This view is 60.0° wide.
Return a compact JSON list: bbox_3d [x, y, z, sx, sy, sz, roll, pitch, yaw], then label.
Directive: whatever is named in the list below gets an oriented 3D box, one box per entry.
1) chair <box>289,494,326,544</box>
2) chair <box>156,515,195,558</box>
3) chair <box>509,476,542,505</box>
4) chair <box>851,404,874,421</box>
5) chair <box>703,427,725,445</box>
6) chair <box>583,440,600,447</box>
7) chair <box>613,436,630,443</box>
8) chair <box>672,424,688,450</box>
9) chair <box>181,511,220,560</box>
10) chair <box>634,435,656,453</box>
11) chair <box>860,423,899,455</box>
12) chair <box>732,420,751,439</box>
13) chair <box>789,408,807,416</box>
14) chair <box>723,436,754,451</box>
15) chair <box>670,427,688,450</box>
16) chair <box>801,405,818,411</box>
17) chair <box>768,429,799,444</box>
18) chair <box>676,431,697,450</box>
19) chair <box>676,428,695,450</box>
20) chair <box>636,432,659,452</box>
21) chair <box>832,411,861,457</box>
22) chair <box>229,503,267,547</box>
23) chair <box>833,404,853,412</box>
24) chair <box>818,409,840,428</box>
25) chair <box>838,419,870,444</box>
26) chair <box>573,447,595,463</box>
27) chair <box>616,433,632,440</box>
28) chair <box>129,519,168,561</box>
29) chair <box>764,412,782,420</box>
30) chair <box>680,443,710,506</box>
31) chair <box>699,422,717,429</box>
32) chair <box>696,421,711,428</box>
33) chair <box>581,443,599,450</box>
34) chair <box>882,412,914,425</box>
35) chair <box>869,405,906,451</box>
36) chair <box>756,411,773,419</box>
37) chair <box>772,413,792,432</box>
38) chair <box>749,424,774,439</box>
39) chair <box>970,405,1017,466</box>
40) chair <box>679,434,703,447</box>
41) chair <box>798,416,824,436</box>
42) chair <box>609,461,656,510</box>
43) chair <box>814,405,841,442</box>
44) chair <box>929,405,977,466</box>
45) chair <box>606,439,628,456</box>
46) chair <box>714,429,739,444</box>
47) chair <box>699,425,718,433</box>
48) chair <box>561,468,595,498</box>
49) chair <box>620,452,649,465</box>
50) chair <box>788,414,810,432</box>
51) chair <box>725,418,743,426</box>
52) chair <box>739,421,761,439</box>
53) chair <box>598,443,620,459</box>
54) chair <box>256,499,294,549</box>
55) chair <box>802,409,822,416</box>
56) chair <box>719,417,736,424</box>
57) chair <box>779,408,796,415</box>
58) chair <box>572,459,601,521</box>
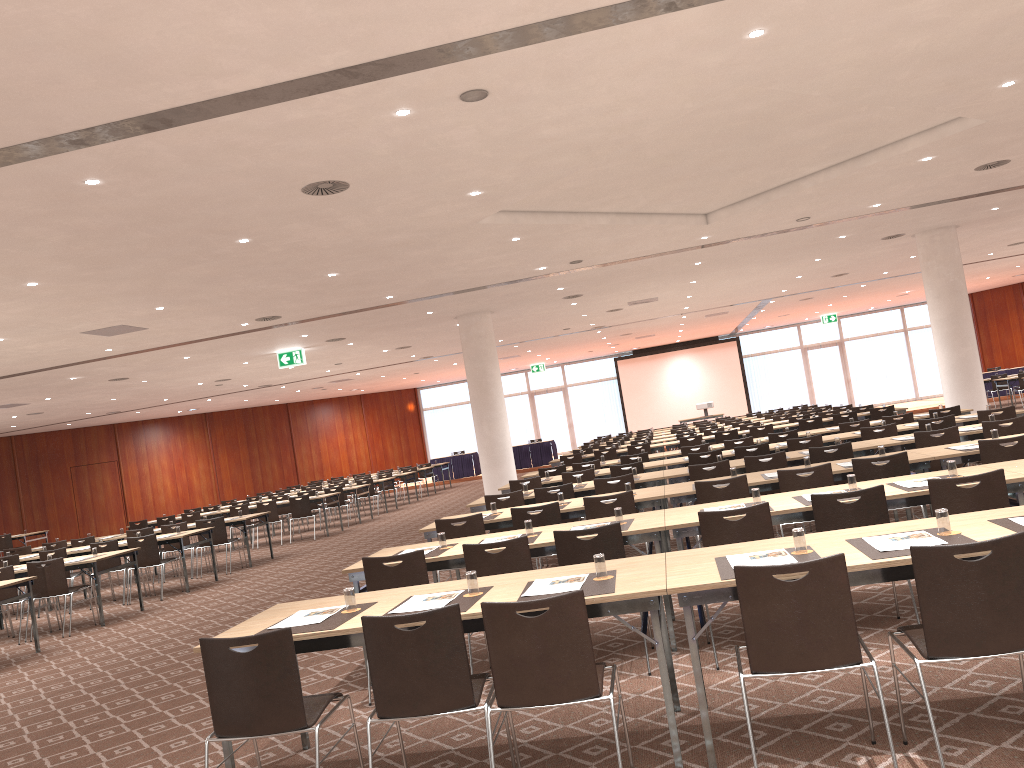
[{"bbox_3d":[-4.265,2.753,18.275,0.536,0.939,0.614,-9,-2,8],"label":"chair"},{"bbox_3d":[-7.170,3.240,18.762,0.536,0.939,0.614,-10,-2,11],"label":"chair"},{"bbox_3d":[0.269,1.723,11.981,0.536,0.939,0.614,-9,-2,10],"label":"chair"},{"bbox_3d":[7.286,0.912,18.330,0.536,0.939,0.614,-10,-2,11],"label":"chair"},{"bbox_3d":[4.352,1.406,18.857,0.536,0.939,0.614,-9,-2,8],"label":"chair"},{"bbox_3d":[2.172,1.967,23.243,0.536,0.939,0.614,-9,-2,10],"label":"chair"},{"bbox_3d":[2.934,1.843,23.194,0.536,0.939,0.614,-9,-2,9],"label":"chair"},{"bbox_3d":[4.799,1.628,24.909,0.536,0.939,0.614,-10,-2,12],"label":"chair"},{"bbox_3d":[-6.584,3.138,18.581,0.536,0.939,0.614,-10,-2,11],"label":"chair"},{"bbox_3d":[3.190,1.697,21.045,0.536,0.939,0.614,-9,-2,7],"label":"chair"},{"bbox_3d":[4.684,0.983,11.240,0.536,0.939,0.614,-10,-2,11],"label":"chair"},{"bbox_3d":[5.401,1.327,20.674,0.536,0.939,0.614,-9,-2,8],"label":"chair"},{"bbox_3d":[7.279,1.112,22.422,0.536,0.939,0.614,-9,-2,7],"label":"chair"},{"bbox_3d":[3.486,1.280,13.426,0.536,0.939,0.614,-9,-2,9],"label":"chair"},{"bbox_3d":[4.378,1.597,22.874,0.536,0.939,0.614,-10,-2,11],"label":"chair"},{"bbox_3d":[8.196,1.056,24.296,0.536,0.939,0.614,-9,-2,9],"label":"chair"},{"bbox_3d":[4.123,1.176,13.362,0.536,0.939,0.614,-9,-2,6],"label":"chair"},{"bbox_3d":[3.786,1.499,18.917,0.536,0.939,0.614,-9,-2,9],"label":"chair"},{"bbox_3d":[4.167,1.535,20.916,0.536,0.939,0.614,-10,-2,11],"label":"chair"},{"bbox_3d":[3.532,1.740,23.051,0.536,0.939,0.614,-10,-2,12],"label":"chair"},{"bbox_3d":[6.219,0.993,16.481,0.536,0.939,0.614,-9,-2,8],"label":"chair"},{"bbox_3d":[-5.571,2.975,18.554,0.536,0.939,0.614,-10,-2,12],"label":"chair"},{"bbox_3d":[7.623,0.956,20.337,0.536,0.939,0.614,-9,-2,9],"label":"chair"},{"bbox_3d":[6.641,1.022,18.474,0.536,0.939,0.614,-9,-2,9],"label":"chair"},{"bbox_3d":[5.100,1.008,13.120,0.536,0.939,0.614,-9,-2,9],"label":"chair"},{"bbox_3d":[1.625,1.863,19.315,0.536,0.939,0.614,-9,-2,10],"label":"chair"},{"bbox_3d":[3.239,1.886,25.092,0.536,0.939,0.614,-9,-2,8],"label":"chair"},{"bbox_3d":[-7.753,3.334,18.777,0.536,0.939,0.614,-10,-2,12],"label":"chair"},{"bbox_3d":[6.677,1.211,22.488,0.536,0.939,0.614,-9,-2,9],"label":"chair"},{"bbox_3d":[2.861,1.383,13.496,0.536,0.939,0.614,-10,-2,12],"label":"chair"},{"bbox_3d":[5.099,1.477,22.788,0.536,0.939,0.614,-9,-2,8],"label":"chair"},{"bbox_3d":[5.422,1.522,24.761,0.536,0.939,0.614,-10,-2,12],"label":"chair"},{"bbox_3d":[1.957,1.908,21.330,0.536,0.939,0.614,-9,-2,7],"label":"chair"},{"bbox_3d":[5.706,0.908,13.054,0.536,0.939,0.614,-9,-2,9],"label":"chair"},{"bbox_3d":[6.903,0.881,16.445,0.536,0.939,0.614,-10,-2,12],"label":"chair"},{"bbox_3d":[7.045,1.251,24.532,0.536,0.939,0.614,-10,-2,11],"label":"chair"},{"bbox_3d":[6.333,1.174,20.596,0.536,0.939,0.614,-9,-2,10],"label":"chair"},{"bbox_3d":[4.753,1.238,16.727,0.536,0.939,0.614,-9,-2,11],"label":"chair"},{"bbox_3d":[6.009,0.759,10.975,0.536,0.939,0.614,-9,-2,10],"label":"chair"},{"bbox_3d":[3.489,1.452,16.974,0.536,0.939,0.614,-9,-2,10],"label":"chair"},{"bbox_3d":[5.626,1.094,16.616,0.536,0.939,0.614,-9,-2,7],"label":"chair"},{"bbox_3d":[1.589,1.498,11.681,0.536,0.939,0.614,-10,-2,12],"label":"chair"},{"bbox_3d":[7.861,1.012,22.290,0.536,0.939,0.614,-10,-2,11],"label":"chair"},{"bbox_3d":[6.317,0.804,12.916,0.536,0.939,0.614,-9,-2,7],"label":"chair"},{"bbox_3d":[2.552,1.806,21.187,0.536,0.939,0.614,-10,-2,12],"label":"chair"},{"bbox_3d":[4.139,1.345,16.908,0.536,0.939,0.614,-9,-2,9],"label":"chair"},{"bbox_3d":[4.687,1.450,20.872,0.536,0.939,0.614,-9,-2,10],"label":"chair"},{"bbox_3d":[0.959,1.606,11.822,0.536,0.939,0.614,-9,-2,8],"label":"chair"},{"bbox_3d":[1.969,1.537,13.723,0.536,0.939,0.614,-10,-2,11],"label":"chair"},{"bbox_3d":[6.044,1.120,18.539,0.536,0.939,0.614,-9,-2,8],"label":"chair"},{"bbox_3d":[5.722,1.375,22.726,0.536,0.939,0.614,-9,-2,7],"label":"chair"},{"bbox_3d":[5.086,1.285,18.777,0.536,0.939,0.614,-9,-2,7],"label":"chair"},{"bbox_3d":[2.170,1.770,19.188,0.536,0.939,0.614,-10,-2,12],"label":"chair"},{"bbox_3d":[-4.940,2.862,18.305,0.536,0.939,0.614,-9,-2,8],"label":"chair"},{"bbox_3d":[6.967,1.064,20.412,0.536,0.939,0.614,-10,-2,11],"label":"chair"},{"bbox_3d":[6.049,1.415,24.621,0.536,0.939,0.614,-10,-2,12],"label":"chair"},{"bbox_3d":[7.615,1.152,24.358,0.536,0.939,0.614,-9,-2,10],"label":"chair"},{"bbox_3d":[1.226,1.658,13.770,0.536,0.939,0.614,-9,-2,7],"label":"chair"}]
